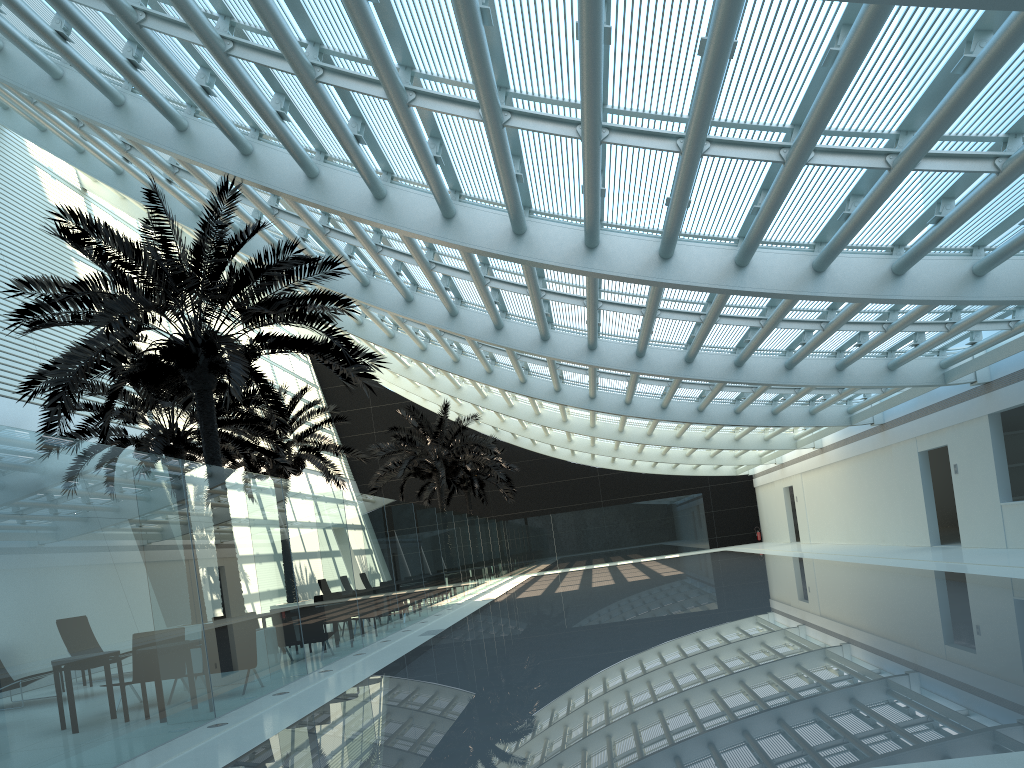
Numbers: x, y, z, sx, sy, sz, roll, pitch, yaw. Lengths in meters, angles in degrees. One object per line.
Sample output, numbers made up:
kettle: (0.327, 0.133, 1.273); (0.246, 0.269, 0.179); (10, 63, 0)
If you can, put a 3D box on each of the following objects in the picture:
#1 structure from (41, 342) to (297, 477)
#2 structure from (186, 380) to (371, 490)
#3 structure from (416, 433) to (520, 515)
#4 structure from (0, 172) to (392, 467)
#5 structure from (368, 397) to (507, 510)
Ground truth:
structure: (-6.912, 2.289, 18.205); (4.615, 6.743, 4.358); (-7, -3, -17)
structure: (-6.557, 3.351, 24.244); (4.360, 6.803, 4.613); (-10, -4, 38)
structure: (-1.768, 5.526, 39.545); (4.431, 6.925, 4.900); (-7, -4, -17)
structure: (-4.344, 0.702, 12.174); (4.875, 6.927, 4.451); (-9, -4, 23)
structure: (-2.557, 4.089, 31.378); (4.820, 6.927, 4.502); (-8, -3, -2)
